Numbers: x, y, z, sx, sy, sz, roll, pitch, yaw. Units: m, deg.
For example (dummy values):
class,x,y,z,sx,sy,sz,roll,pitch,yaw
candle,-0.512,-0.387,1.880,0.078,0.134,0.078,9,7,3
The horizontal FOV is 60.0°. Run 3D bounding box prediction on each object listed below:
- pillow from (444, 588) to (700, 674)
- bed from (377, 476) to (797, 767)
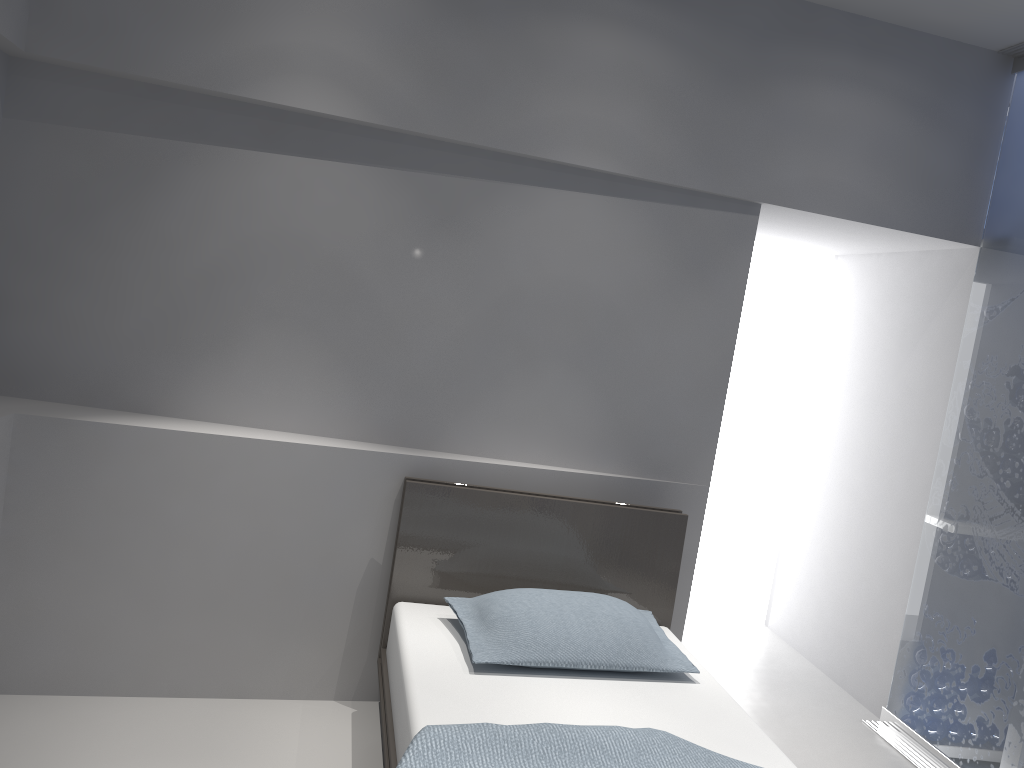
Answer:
class,x,y,z,sx,sy,sz,roll,pitch,yaw
pillow,0.187,0.762,2.794,0.746,0.173,0.417,8,5,-16
bed,0.244,0.887,2.086,1.411,0.752,2.319,8,5,-11
